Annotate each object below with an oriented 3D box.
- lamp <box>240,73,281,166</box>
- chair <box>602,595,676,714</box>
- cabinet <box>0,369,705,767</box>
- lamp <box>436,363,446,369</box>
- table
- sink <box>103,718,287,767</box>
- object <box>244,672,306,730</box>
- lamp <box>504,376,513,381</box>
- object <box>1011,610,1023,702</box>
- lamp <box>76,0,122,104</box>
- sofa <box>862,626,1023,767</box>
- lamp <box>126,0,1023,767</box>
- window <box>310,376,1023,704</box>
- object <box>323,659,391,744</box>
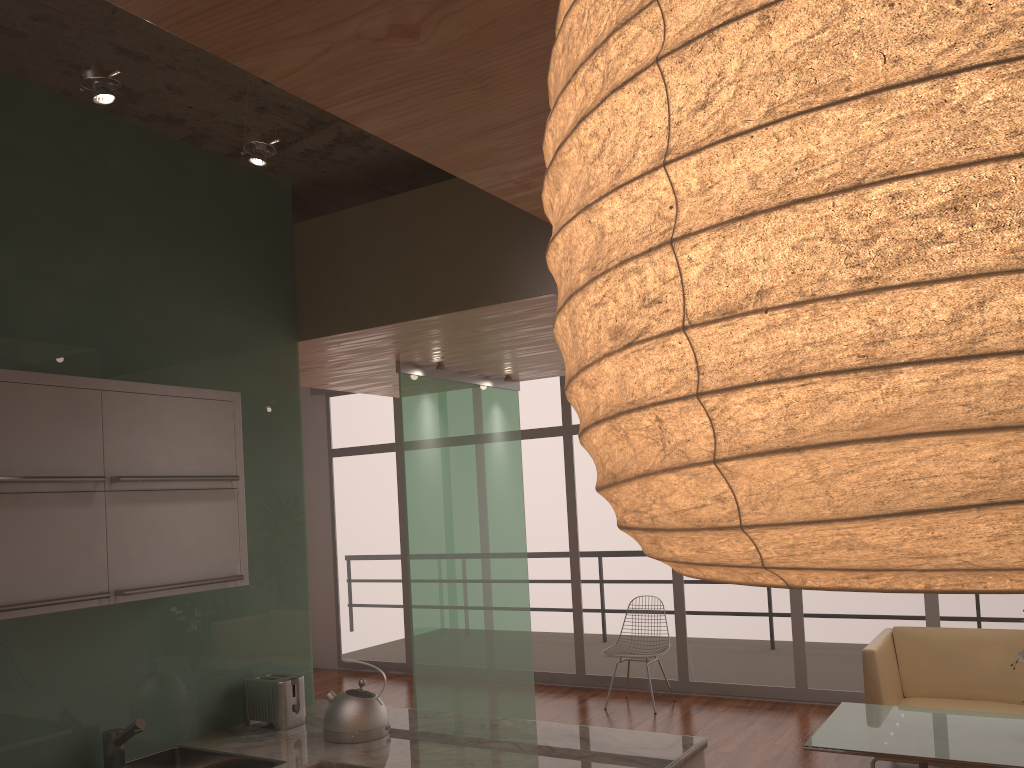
[{"bbox_3d":[-0.827,-0.947,2.871,0.153,0.468,0.103,-3,-2,-1],"label":"lamp"},{"bbox_3d":[1.081,2.293,7.554,0.547,0.897,0.560,-5,-4,31],"label":"chair"},{"bbox_3d":[-1.223,0.984,1.929,1.928,2.264,4.242,-6,-7,31],"label":"cabinet"},{"bbox_3d":[-0.427,-0.317,5.145,0.103,0.468,0.153,-3,-3,3],"label":"lamp"},{"bbox_3d":[2.445,1.938,4.118,1.885,0.557,0.939,-7,-7,31],"label":"table"},{"bbox_3d":[-1.234,1.367,3.083,0.621,0.381,0.642,-7,-7,31],"label":"sink"},{"bbox_3d":[-1.007,1.356,3.776,0.238,0.201,0.153,-6,-5,31],"label":"object"},{"bbox_3d":[-0.034,-0.252,5.795,0.103,0.468,0.153,-3,-3,3],"label":"lamp"},{"bbox_3d":[2.473,1.353,4.070,0.300,0.587,0.370,-5,-4,25],"label":"object"},{"bbox_3d":[-1.120,-0.995,2.386,0.153,0.468,0.103,-3,-2,-1],"label":"lamp"},{"bbox_3d":[3.107,1.909,5.210,1.815,0.833,0.878,-7,-6,31],"label":"sofa"},{"bbox_3d":[-0.379,0.567,2.114,3.240,1.341,3.066,-7,-8,31],"label":"lamp"},{"bbox_3d":[1.439,1.102,7.882,8.625,3.265,0.062,-7,-4,31],"label":"window"},{"bbox_3d":[-0.630,1.255,3.537,0.261,0.304,0.264,1,-6,-43],"label":"object"}]
